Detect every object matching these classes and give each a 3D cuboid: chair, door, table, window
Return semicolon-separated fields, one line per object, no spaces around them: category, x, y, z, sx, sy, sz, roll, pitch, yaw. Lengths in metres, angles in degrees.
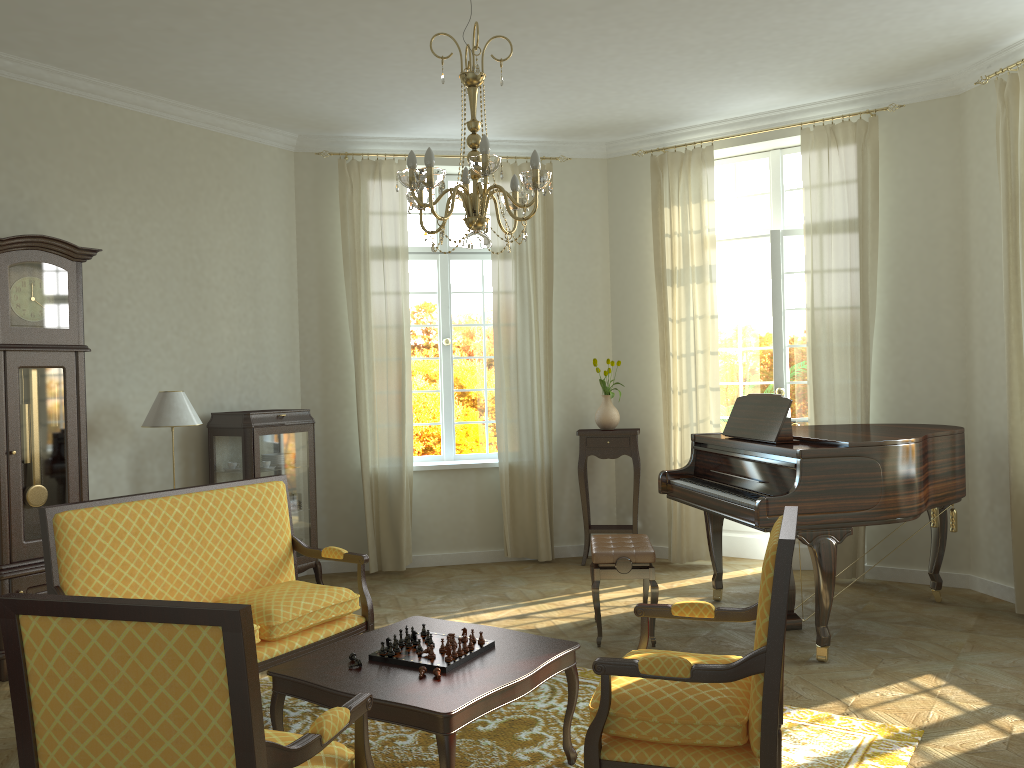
chair;0.674;1.241;5.408;0.385;0.563;0.638;-2;0;4
door;2.127;0.127;7.157;1.385;2.690;0.425;-1;0;34
table;0.831;0.944;7.498;0.522;1.114;0.344;-1;0;9
chair;-0.806;1.035;2.345;0.730;1.083;0.671;-1;0;16
table;-0.321;1.314;3.484;0.922;0.494;0.932;-1;0;36
window;2.184;-1.581;7.300;1.380;0.680;0.055;-1;0;34
window;-0.590;-0.584;7.843;1.400;2.550;0.181;-2;0;-11
chair;0.621;0.993;2.984;0.671;1.083;0.730;-1;0;19
chair;-1.330;1.039;4.083;0.680;1.083;1.389;-1;0;34

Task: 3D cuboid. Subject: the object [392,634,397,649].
object;-0.466;1.024;3.534;0.030;0.055;0.030;-2;0;-8

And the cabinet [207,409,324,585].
cabinet;-1.837;0.894;6.595;0.542;1.386;0.733;-1;0;34

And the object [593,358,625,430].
object;0.804;0.084;7.491;0.264;0.609;0.242;-2;0;-31

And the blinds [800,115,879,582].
blinds;2.445;-0.245;6.540;0.554;3.386;0.162;-1;0;29

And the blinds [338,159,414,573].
blinds;-1.096;-0.154;7.249;0.554;3.385;0.162;-2;0;-6

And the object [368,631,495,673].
object;-0.314;1.057;3.519;0.360;0.021;0.360;-1;0;29

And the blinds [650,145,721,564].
blinds;1.443;-0.219;7.278;0.552;3.386;0.159;-1;0;31

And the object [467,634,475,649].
object;-0.163;1.016;3.503;0.030;0.055;0.030;-2;0;-8

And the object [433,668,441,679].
object;-0.269;1.053;3.226;0.030;0.030;0.047;-2;0;-19

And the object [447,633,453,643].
object;-0.249;1.029;3.591;0.030;0.030;0.052;-2;0;-4

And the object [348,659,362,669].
object;-0.594;1.061;3.361;0.052;0.030;0.030;-2;0;-28

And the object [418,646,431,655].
object;-0.340;1.033;3.434;0.052;0.030;0.030;-2;0;-10

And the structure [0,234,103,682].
structure;-2.821;0.390;5.155;0.521;2.458;0.715;-1;0;34

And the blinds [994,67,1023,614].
blinds;3.167;-0.259;5.417;0.162;3.384;0.554;-2;0;-6

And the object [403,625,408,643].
object;-0.427;1.015;3.604;0.030;0.069;0.030;-2;0;-8

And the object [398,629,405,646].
object;-0.447;1.018;3.569;0.030;0.064;0.030;-2;0;-8

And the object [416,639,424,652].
object;-0.362;1.024;3.477;0.030;0.050;0.030;-2;0;-8

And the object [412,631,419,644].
object;-0.391;1.023;3.584;0.030;0.052;0.030;-2;0;-38

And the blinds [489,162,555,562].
blinds;0.115;-0.187;7.534;0.552;3.381;0.159;-2;0;-8

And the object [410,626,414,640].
object;-0.408;1.022;3.639;0.030;0.055;0.030;-2;0;-8

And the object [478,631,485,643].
object;-0.124;1.020;3.573;0.030;0.044;0.030;-2;0;-8

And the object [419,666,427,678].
object;-0.329;1.054;3.247;0.030;0.030;0.052;-2;0;1

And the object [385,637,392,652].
object;-0.485;1.026;3.499;0.030;0.052;0.030;-2;0;-8

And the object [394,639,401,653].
object;-0.450;1.026;3.480;0.030;0.050;0.030;-2;0;-8

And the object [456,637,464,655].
object;-0.202;1.013;3.433;0.030;0.064;0.030;-2;0;-8

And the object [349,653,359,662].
object;-0.607;1.060;3.437;0.052;0.030;0.030;-1;0;45

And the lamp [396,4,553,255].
lamp;-0.170;-1.313;3.811;0.661;1.466;0.662;-2;0;4

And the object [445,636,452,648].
object;-0.252;1.021;3.507;0.030;0.050;0.030;-2;0;-8

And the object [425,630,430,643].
object;-0.340;1.022;3.600;0.030;0.050;0.030;-2;0;-8

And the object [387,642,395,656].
object;-0.470;1.027;3.445;0.030;0.050;0.030;-2;0;-8

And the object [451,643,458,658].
object;-0.221;1.018;3.398;0.030;0.055;0.030;-2;0;-8

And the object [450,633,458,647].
object;-0.233;1.020;3.540;0.030;0.050;0.030;-2;0;-8

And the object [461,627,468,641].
object;-0.195;1.017;3.612;0.030;0.052;0.030;-2;0;-8

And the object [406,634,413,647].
object;-0.412;1.025;3.550;0.030;0.050;0.030;-2;0;-8

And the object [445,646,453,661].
object;-0.241;1.020;3.363;0.030;0.052;0.030;-2;0;-8

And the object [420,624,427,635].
object;-0.369;1.025;3.709;0.030;0.044;0.030;-2;0;-8

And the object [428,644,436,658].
object;-0.307;1.023;3.400;0.030;0.050;0.030;-2;0;-8

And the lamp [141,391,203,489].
lamp;-2.213;0.822;5.823;0.381;1.552;0.380;-1;0;39

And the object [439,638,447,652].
object;-0.272;1.021;3.475;0.030;0.050;0.030;-2;0;-8

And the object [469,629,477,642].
object;-0.159;1.018;3.593;0.030;0.050;0.030;-2;0;-8

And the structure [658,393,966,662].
structure;2.063;0.764;5.565;1.856;1.439;1.514;-2;0;-11

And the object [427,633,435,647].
object;-0.324;1.022;3.545;0.030;0.050;0.030;-2;0;-8

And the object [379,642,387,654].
object;-0.505;1.031;3.464;0.030;0.044;0.030;-2;0;-8

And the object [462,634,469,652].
object;-0.183;1.009;3.468;0.030;0.069;0.030;-2;0;-8
